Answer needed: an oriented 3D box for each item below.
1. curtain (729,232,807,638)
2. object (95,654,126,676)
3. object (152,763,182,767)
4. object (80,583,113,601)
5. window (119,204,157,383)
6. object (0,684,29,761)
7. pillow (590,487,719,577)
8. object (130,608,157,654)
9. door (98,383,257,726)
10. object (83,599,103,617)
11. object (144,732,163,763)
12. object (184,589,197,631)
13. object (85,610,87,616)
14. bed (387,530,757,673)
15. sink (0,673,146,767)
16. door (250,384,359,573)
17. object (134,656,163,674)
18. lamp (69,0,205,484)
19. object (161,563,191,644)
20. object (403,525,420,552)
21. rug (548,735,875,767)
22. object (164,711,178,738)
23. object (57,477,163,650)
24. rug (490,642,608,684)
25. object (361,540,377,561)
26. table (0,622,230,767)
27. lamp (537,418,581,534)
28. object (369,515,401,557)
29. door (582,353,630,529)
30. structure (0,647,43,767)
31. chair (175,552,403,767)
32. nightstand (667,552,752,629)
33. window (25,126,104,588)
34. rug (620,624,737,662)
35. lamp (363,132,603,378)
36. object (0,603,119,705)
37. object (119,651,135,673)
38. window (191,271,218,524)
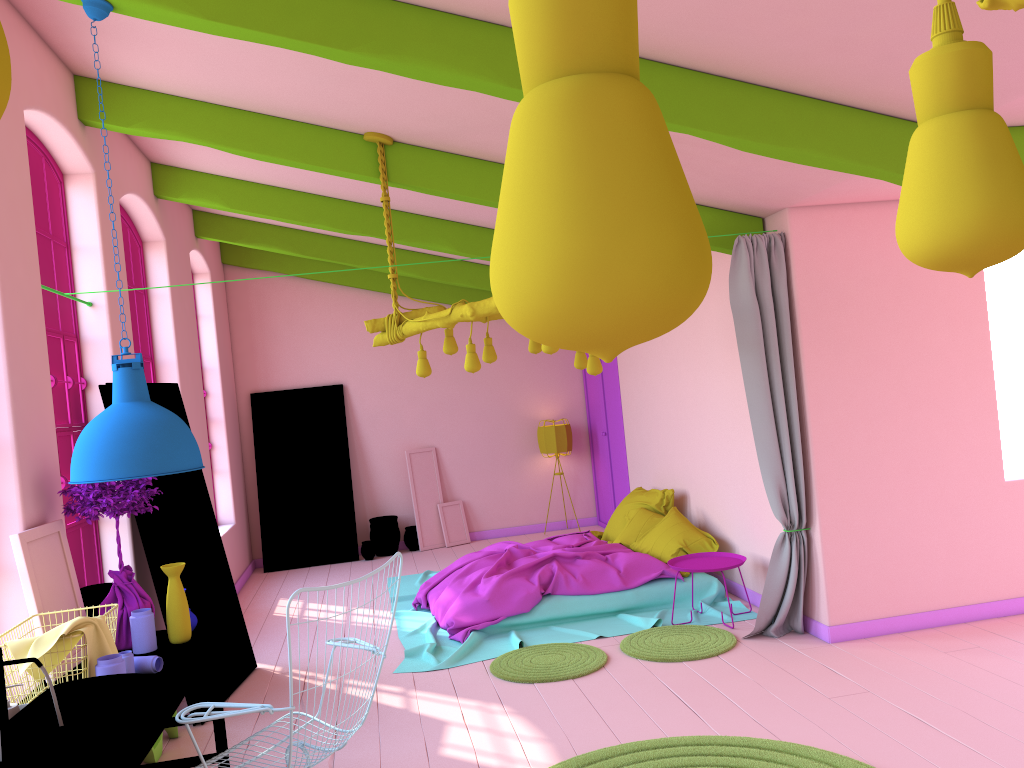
[{"bbox_3d":[1.795,0.371,6.166,0.518,2.785,0.525,-6,0,-29],"label":"curtain"},{"bbox_3d":[-1.583,1.179,3.509,0.109,0.197,0.109,-6,0,-17],"label":"object"},{"bbox_3d":[-1.744,1.964,3.953,0.446,0.277,0.522,-6,0,-9],"label":"object"},{"bbox_3d":[-2.461,1.341,5.286,0.223,0.272,0.223,-6,0,-22],"label":"object"},{"bbox_3d":[-3.016,0.041,7.058,0.214,3.009,1.514,-6,0,-9],"label":"window"},{"bbox_3d":[-1.717,1.165,3.221,0.165,0.250,0.410,-6,0,26],"label":"object"},{"bbox_3d":[1.242,1.433,8.576,0.848,0.822,2.618,-6,0,-20],"label":"pillow"},{"bbox_3d":[-1.791,1.198,4.308,0.109,0.197,0.109,-6,0,28],"label":"object"},{"bbox_3d":[-2.259,1.071,6.126,0.450,2.211,1.153,-6,0,1],"label":"door"},{"bbox_3d":[-2.422,1.360,5.080,0.182,0.222,0.182,-6,0,-27],"label":"object"},{"bbox_3d":[-2.155,1.788,5.049,0.218,0.733,0.451,-6,0,-9],"label":"object"},{"bbox_3d":[-1.706,1.176,4.594,0.132,0.219,0.132,-6,0,7],"label":"object"},{"bbox_3d":[-2.373,1.352,4.786,0.182,0.222,0.182,-6,0,-32],"label":"object"},{"bbox_3d":[0.231,1.694,8.145,2.802,0.514,3.577,-6,-1,-10],"label":"bed"},{"bbox_3d":[-1.472,1.163,3.025,0.340,0.194,0.609,-6,0,-9],"label":"sink"},{"bbox_3d":[-2.588,1.151,11.057,1.153,2.211,0.450,-6,0,-9],"label":"door"},{"bbox_3d":[-1.634,1.251,3.951,0.137,0.076,0.076,-6,0,11],"label":"object"},{"bbox_3d":[-1.661,-0.614,3.708,0.529,2.002,0.528,-6,0,22],"label":"lamp"},{"bbox_3d":[-1.663,1.089,4.401,0.116,0.383,0.116,-6,0,-36],"label":"object"},{"bbox_3d":[-1.257,1.974,11.324,0.260,0.306,0.260,-6,0,23],"label":"object"},{"bbox_3d":[0.780,1.826,3.618,1.888,0.050,1.889,-5,-1,-22],"label":"rug"},{"bbox_3d":[-2.123,1.923,5.385,0.137,0.462,0.284,-6,0,-24],"label":"object"},{"bbox_3d":[-1.962,0.838,4.411,0.503,0.950,0.441,-6,0,41],"label":"object"},{"bbox_3d":[0.250,1.913,6.107,0.792,0.021,0.793,-5,-1,-27],"label":"rug"},{"bbox_3d":[-1.770,2.057,10.941,0.199,0.234,0.199,-6,0,-42],"label":"object"},{"bbox_3d":[-1.696,1.684,3.638,0.655,0.821,2.193,-6,0,-9],"label":"table"},{"bbox_3d":[0.630,1.185,11.511,0.491,1.466,0.476,-6,0,21],"label":"lamp"},{"bbox_3d":[-1.601,1.919,11.194,0.386,0.471,0.385,-6,0,33],"label":"object"},{"bbox_3d":[1.170,0.594,11.061,0.108,2.590,1.677,-6,0,-9],"label":"door"},{"bbox_3d":[-1.660,1.082,2.970,0.166,0.397,0.087,-6,0,0],"label":"structure"},{"bbox_3d":[-0.970,1.408,3.799,0.925,1.238,1.078,-6,0,25],"label":"chair"},{"bbox_3d":[1.513,1.575,6.794,0.596,0.458,0.595,-6,0,28],"label":"nightstand"},{"bbox_3d":[-2.694,-0.018,5.178,0.072,3.047,1.275,-6,0,-9],"label":"window"},{"bbox_3d":[1.169,1.823,6.260,0.793,0.021,0.792,-6,-1,18],"label":"rug"},{"bbox_3d":[0.040,-1.140,5.489,1.610,2.264,1.776,-6,0,-28],"label":"lamp"},{"bbox_3d":[-1.832,1.123,3.649,0.444,0.369,0.633,-6,0,-9],"label":"object"},{"bbox_3d":[-1.685,1.232,3.875,0.065,0.118,0.065,-6,0,39],"label":"object"},{"bbox_3d":[-3.404,0.093,9.489,0.072,3.047,1.275,-6,0,-9],"label":"window"}]
